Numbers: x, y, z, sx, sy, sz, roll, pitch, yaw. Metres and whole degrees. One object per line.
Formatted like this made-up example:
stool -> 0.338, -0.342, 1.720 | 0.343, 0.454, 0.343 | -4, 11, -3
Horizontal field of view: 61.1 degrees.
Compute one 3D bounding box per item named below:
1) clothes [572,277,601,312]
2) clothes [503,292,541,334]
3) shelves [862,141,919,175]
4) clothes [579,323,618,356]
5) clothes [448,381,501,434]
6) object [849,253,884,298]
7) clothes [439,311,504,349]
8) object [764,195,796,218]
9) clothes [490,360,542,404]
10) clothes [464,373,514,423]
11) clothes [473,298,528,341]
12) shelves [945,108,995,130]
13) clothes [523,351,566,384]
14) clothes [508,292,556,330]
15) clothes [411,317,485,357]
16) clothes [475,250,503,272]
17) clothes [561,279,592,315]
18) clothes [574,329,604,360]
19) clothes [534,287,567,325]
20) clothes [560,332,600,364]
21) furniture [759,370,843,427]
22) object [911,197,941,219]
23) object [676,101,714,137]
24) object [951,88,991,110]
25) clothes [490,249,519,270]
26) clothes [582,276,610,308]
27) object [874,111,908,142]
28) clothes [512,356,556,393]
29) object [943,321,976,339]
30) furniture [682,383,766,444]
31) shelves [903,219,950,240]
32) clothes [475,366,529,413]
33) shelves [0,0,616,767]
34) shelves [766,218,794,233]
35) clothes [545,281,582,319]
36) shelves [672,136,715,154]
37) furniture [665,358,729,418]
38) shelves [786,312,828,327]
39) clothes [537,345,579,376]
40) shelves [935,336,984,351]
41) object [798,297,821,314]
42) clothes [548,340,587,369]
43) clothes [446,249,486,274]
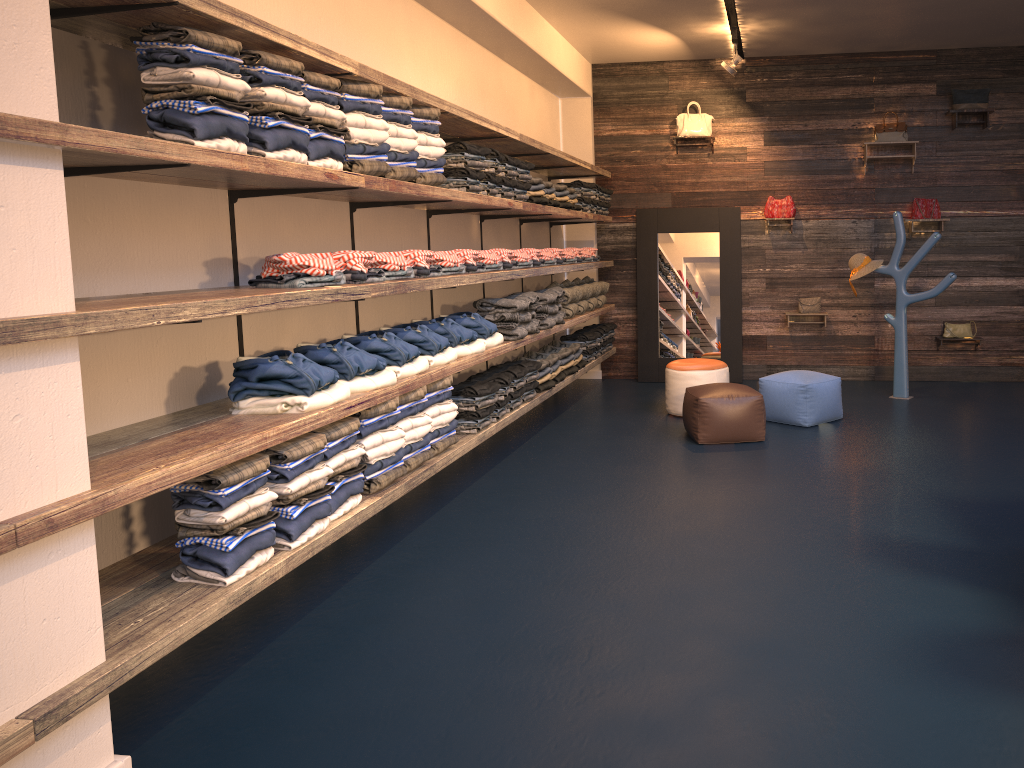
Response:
clothes -> 0.706, -0.912, 8.769 | 0.321, 0.340, 0.415 | 1, 8, 20
clothes -> 0.024, -0.521, 6.435 | 0.390, 0.316, 0.360 | -1, 7, -1
shelves -> 3.989, -2.382, 9.166 | 0.543, 0.315, 0.253 | 0, 7, 10
clothes -> 0.888, -0.481, 9.216 | 0.352, 0.297, 0.676 | 1, 8, 17
clothes -> -0.269, 0.135, 5.364 | 0.356, 0.297, 0.341 | 1, 8, 15
object -> 3.505, -1.075, 8.600 | 0.327, 0.438, 0.367 | 0, 7, 10
clothes -> -0.311, -0.350, 5.641 | 0.412, 0.239, 0.445 | 1, 8, 13
object -> 2.894, -1.910, 9.378 | 0.319, 0.252, 0.146 | 2, 7, 22
clothes -> 0.016, -0.020, 6.337 | 0.336, 0.297, 0.323 | 1, 8, 19
clothes -> -0.181, 0.083, 5.688 | 0.365, 0.297, 0.324 | -1, 7, 1
clothes -> -0.080, -0.453, 6.060 | 0.373, 0.301, 0.355 | -1, 7, 1
shelves -> 4.759, -2.748, 9.024 | 0.440, 0.177, 0.253 | 1, 8, 10
clothes -> 0.225, -0.141, 7.231 | 0.406, 0.250, 0.358 | 0, 8, 10
clothes -> 0.158, -0.579, 6.841 | 0.373, 0.301, 0.355 | -1, 7, 1
clothes -> -0.432, -0.287, 5.244 | 0.396, 0.239, 0.460 | 3, 9, 29
clothes -> -0.248, -0.831, 5.879 | 0.327, 0.158, 0.343 | 5, 10, 34
clothes -> 0.573, -0.842, 8.332 | 0.321, 0.340, 0.415 | 1, 8, 20
clothes -> 0.743, -0.403, 8.726 | 0.365, 0.297, 0.324 | -1, 7, 1
clothes -> 0.262, -0.646, 7.217 | 0.390, 0.316, 0.360 | -1, 7, -1
clothes -> 0.655, -0.351, 8.401 | 0.356, 0.297, 0.341 | 1, 8, 15
furniture -> 2.476, 0.096, 7.463 | 0.705, 0.420, 0.597 | -7, 10, -38
object -> 4.377, -1.847, 9.154 | 0.323, 0.253, 0.138 | -2, 6, -3
object -> 1.981, -2.860, 9.401 | 0.429, 0.383, 0.192 | -2, 6, -3
object -> 4.752, -2.946, 8.997 | 0.414, 0.230, 0.180 | -1, 7, 3
clothes -> -0.125, -0.890, 6.206 | 0.313, 0.154, 0.361 | 0, 8, 8
clothes -> 0.839, -0.982, 9.205 | 0.321, 0.340, 0.415 | 1, 8, 20
object -> 3.987, -2.702, 9.137 | 0.333, 0.333, 0.175 | 2, 7, 22
clothes -> 0.105, -0.078, 6.839 | 0.393, 0.250, 0.369 | 2, 8, 22
object -> 4.760, -0.572, 9.199 | 0.378, 0.173, 0.223 | -3, 8, -12
furniture -> 1.665, 0.206, 6.832 | 0.659, 0.420, 0.643 | -2, 8, -3
shelves -> 4.376, -1.636, 9.185 | 0.440, 0.209, 0.253 | 0, 8, 10
clothes -> -0.083, 0.032, 6.012 | 0.342, 0.297, 0.318 | 0, 7, 13
shelves -> 2.204, 0.137, 0.864 | 8.358, 2.213, 17.512 | 2, 9, 15
shelves -> 2.898, -1.711, 9.385 | 0.295, 0.156, 0.254 | 1, 8, 12
clothes -> 0.441, -0.772, 7.895 | 0.321, 0.340, 0.415 | 1, 8, 20
shelves -> 1.977, -2.594, 9.429 | 0.440, 0.156, 0.253 | 1, 8, 10
furniture -> 1.663, 0.027, 7.790 | 0.558, 0.477, 0.606 | 1, 8, 16
shelves -> 3.204, -0.701, 9.443 | 0.440, 0.142, 0.254 | 1, 8, 10
clothes -> 0.349, -0.207, 7.644 | 0.393, 0.250, 0.369 | 2, 8, 22
shelves -> 4.765, -0.418, 9.251 | 0.440, 0.156, 0.253 | 1, 8, 10
object -> 3.229, -0.856, 9.418 | 0.279, 0.174, 0.100 | -3, 6, -13
clothes -> 0.470, -0.269, 8.035 | 0.406, 0.250, 0.358 | 0, 8, 10
clothes -> -0.342, -0.776, 5.493 | 0.313, 0.154, 0.361 | 0, 8, 8
